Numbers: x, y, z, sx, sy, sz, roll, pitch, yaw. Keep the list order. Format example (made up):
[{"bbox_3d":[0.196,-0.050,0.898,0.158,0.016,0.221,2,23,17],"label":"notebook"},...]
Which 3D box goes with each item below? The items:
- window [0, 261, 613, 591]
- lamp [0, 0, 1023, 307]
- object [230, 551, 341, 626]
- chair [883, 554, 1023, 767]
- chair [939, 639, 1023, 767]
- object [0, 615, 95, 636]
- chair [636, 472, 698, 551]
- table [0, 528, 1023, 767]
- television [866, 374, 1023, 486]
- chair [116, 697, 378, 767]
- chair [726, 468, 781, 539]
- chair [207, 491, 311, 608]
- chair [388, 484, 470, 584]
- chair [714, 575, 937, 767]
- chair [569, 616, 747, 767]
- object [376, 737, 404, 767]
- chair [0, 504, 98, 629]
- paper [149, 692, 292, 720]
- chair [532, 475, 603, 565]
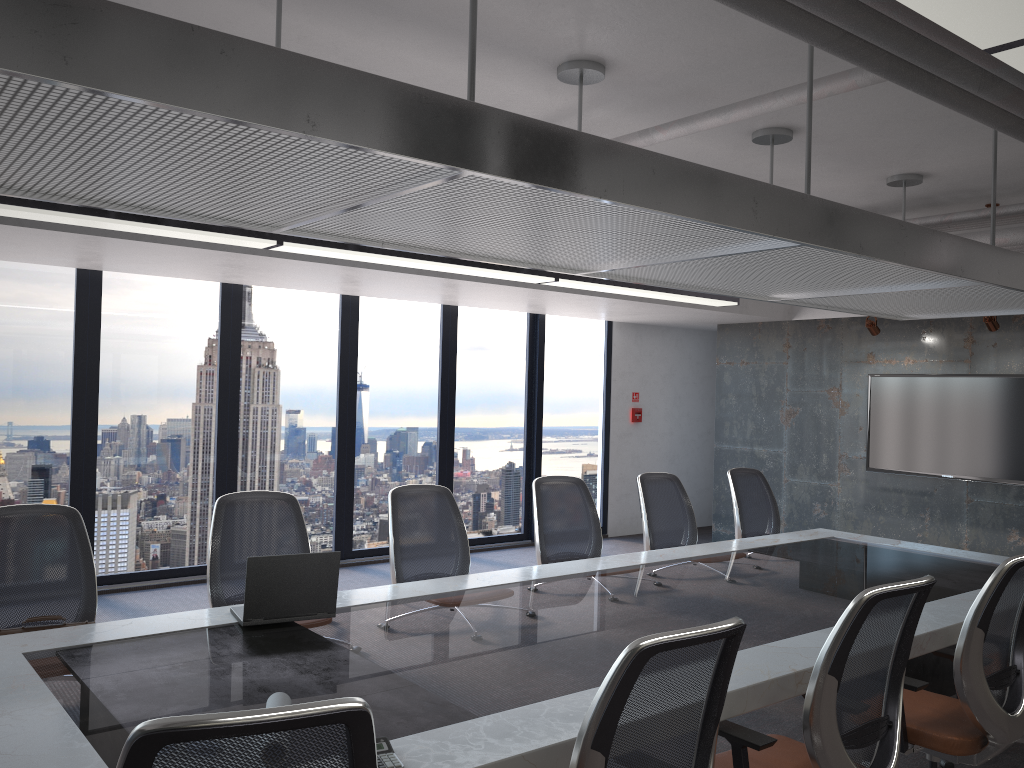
[{"bbox_3d":[-2.477,0.336,7.691,9.225,2.670,0.121,2,-1,-38],"label":"window"},{"bbox_3d":[0.690,-1.165,3.991,6.097,0.908,4.126,2,-1,-38],"label":"lamp"},{"bbox_3d":[-0.921,0.802,3.593,0.366,0.277,0.308,2,-1,-28],"label":"object"},{"bbox_3d":[1.667,1.178,3.480,0.828,1.166,0.789,1,-1,16],"label":"chair"},{"bbox_3d":[2.410,1.204,4.068,0.828,1.166,0.789,1,-1,16],"label":"chair"},{"bbox_3d":[-1.817,1.054,3.435,0.378,0.308,0.138,2,-1,-27],"label":"object"},{"bbox_3d":[1.189,1.187,5.756,0.828,1.166,0.789,1,-1,16],"label":"chair"},{"bbox_3d":[0.685,1.362,4.029,5.498,0.745,1.898,2,-1,-38],"label":"table"},{"bbox_3d":[4.664,0.398,7.310,0.101,0.960,3.667,2,-1,-38],"label":"television"},{"bbox_3d":[-0.589,1.102,1.755,0.828,1.166,0.789,1,-1,31],"label":"chair"},{"bbox_3d":[1.931,1.212,6.344,0.828,1.166,0.789,1,-1,16],"label":"chair"},{"bbox_3d":[-1.082,1.110,4.042,0.828,1.166,0.789,1,-1,26],"label":"chair"},{"bbox_3d":[-0.296,1.136,4.579,0.828,1.166,0.789,1,-1,16],"label":"chair"},{"bbox_3d":[0.925,1.153,2.891,0.828,1.166,0.789,1,-1,16],"label":"chair"},{"bbox_3d":[0.182,1.128,2.303,0.828,1.166,0.789,1,-1,16],"label":"chair"},{"bbox_3d":[-0.351,0.931,2.219,0.126,0.026,0.161,2,-1,-24],"label":"object"},{"bbox_3d":[-1.781,1.086,3.402,0.828,1.166,0.789,1,-1,16],"label":"chair"},{"bbox_3d":[-0.772,0.902,2.308,0.379,0.069,0.348,2,-1,-13],"label":"paper"},{"bbox_3d":[0.471,1.163,5.300,0.828,1.166,0.789,1,-1,22],"label":"chair"}]
